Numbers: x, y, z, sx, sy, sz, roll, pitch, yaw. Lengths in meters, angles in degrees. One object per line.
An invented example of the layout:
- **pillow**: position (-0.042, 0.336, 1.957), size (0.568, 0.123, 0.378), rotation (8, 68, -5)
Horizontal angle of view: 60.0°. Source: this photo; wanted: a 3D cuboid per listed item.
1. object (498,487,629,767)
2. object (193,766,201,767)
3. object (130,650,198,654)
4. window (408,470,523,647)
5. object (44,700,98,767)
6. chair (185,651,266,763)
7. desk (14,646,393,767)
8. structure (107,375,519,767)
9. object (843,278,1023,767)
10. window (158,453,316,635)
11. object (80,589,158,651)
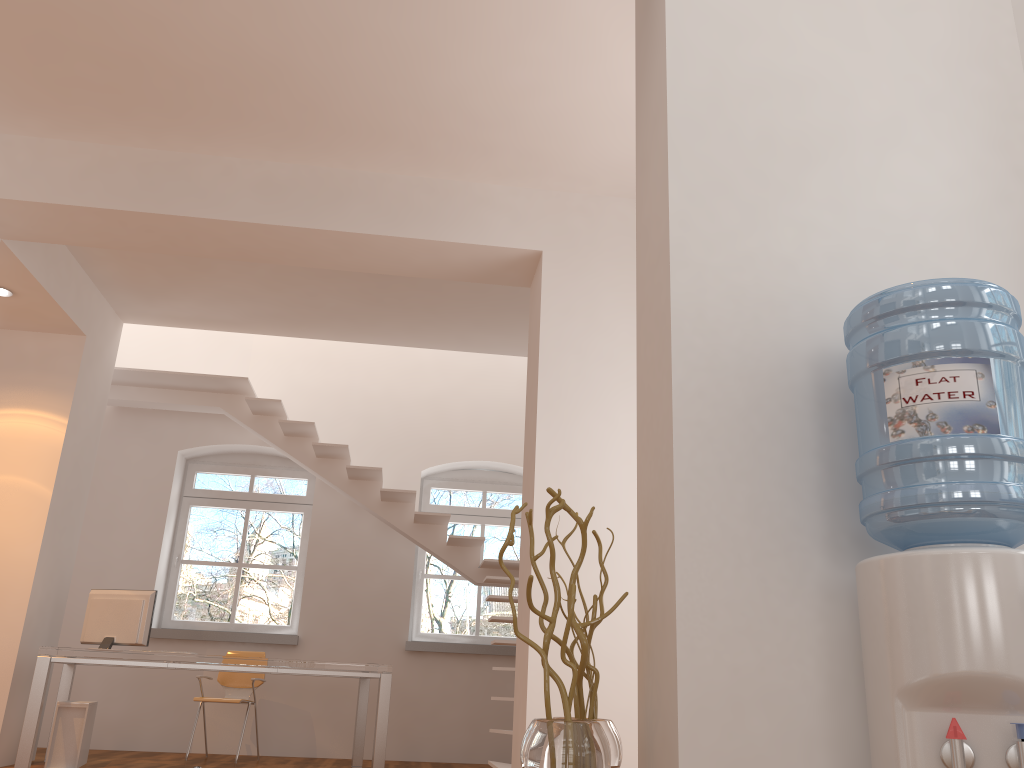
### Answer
- **object**: position (0.150, 0.820, 2.216), size (0.284, 1.112, 0.655), rotation (-2, -20, 14)
- **object**: position (-2.185, 2.673, 6.155), size (0.054, 0.035, 0.115), rotation (1, -19, 4)
- **object**: position (-2.536, 1.966, 6.474), size (0.467, 0.031, 0.200), rotation (1, -19, 4)
- **window**: position (-0.307, 1.698, 8.742), size (1.308, 1.737, 0.142), rotation (5, -19, -6)
- **object**: position (-3.046, 2.424, 6.144), size (0.200, 0.422, 0.474), rotation (8, -20, -15)
- **chair**: position (-2.276, 2.569, 7.126), size (0.495, 0.829, 0.464), rotation (0, -19, 8)
- **desk**: position (-2.070, 2.315, 6.228), size (2.239, 0.750, 1.092), rotation (8, -20, -15)
- **structure**: position (-1.343, 1.255, 6.551), size (4.630, 3.042, 3.450), rotation (5, -19, -6)
- **object**: position (0.947, 0.526, 1.845), size (0.436, 1.490, 0.436), rotation (10, -20, -20)
- **window**: position (-2.582, 1.514, 8.511), size (1.308, 1.737, 0.142), rotation (5, -19, -6)
- **object**: position (-2.758, 1.625, 6.114), size (0.516, 0.418, 0.245), rotation (-6, -21, 22)
